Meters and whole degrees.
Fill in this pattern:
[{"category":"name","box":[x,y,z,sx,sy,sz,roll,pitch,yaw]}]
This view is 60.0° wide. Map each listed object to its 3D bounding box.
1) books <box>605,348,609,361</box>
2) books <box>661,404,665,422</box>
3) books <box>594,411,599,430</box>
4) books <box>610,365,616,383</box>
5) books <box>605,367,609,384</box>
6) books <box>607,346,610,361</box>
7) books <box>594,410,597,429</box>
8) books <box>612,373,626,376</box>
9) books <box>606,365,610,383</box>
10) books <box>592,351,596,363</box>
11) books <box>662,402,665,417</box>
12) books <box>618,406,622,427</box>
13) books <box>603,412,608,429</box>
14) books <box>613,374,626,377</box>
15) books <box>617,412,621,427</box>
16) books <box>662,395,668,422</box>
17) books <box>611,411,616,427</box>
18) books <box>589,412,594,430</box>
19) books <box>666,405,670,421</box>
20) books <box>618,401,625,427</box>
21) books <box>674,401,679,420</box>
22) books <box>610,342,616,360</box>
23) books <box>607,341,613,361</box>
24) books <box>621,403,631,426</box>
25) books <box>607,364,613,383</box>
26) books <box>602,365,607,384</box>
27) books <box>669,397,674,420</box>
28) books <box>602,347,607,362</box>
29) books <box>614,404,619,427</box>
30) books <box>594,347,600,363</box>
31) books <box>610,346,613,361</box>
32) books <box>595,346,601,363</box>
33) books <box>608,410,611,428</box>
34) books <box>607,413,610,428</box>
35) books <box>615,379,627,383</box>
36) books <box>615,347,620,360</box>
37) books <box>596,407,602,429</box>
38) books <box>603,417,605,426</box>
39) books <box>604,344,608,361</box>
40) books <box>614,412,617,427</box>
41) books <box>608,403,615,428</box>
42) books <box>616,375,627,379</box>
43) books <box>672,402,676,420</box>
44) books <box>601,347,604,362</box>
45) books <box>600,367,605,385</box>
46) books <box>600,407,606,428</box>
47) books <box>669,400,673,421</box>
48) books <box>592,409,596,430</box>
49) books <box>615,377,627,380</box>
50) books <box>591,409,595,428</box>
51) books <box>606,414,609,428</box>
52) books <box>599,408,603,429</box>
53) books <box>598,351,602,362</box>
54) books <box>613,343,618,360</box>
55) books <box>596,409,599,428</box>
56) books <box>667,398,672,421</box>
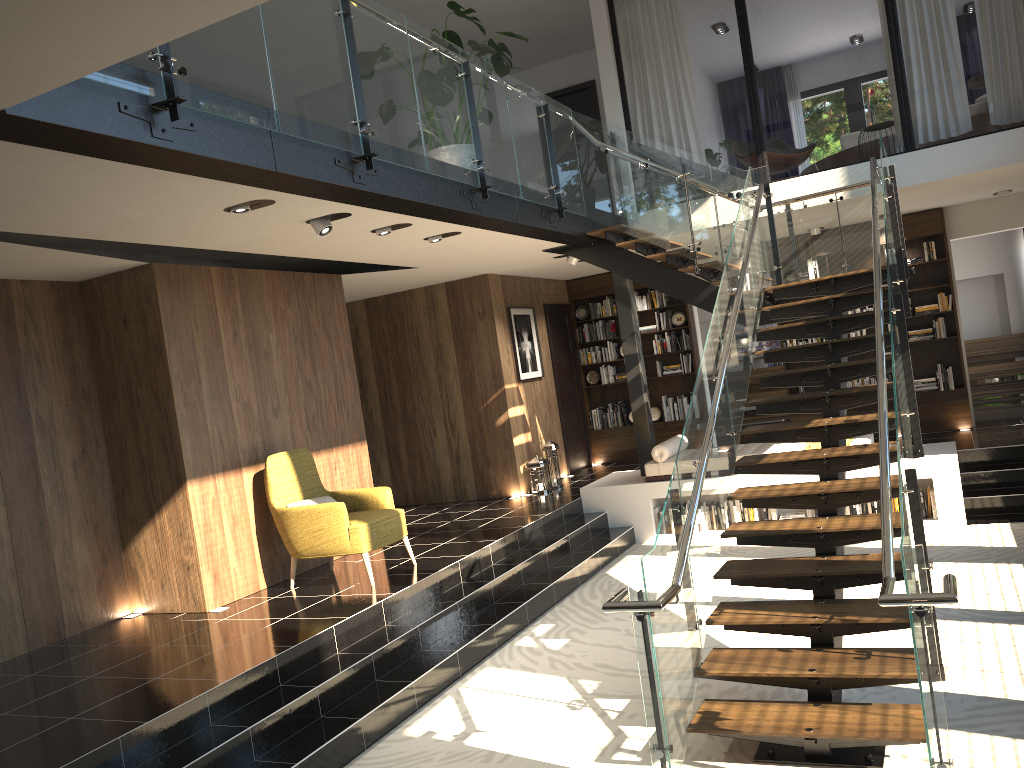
[{"category":"books","box":[1.386,-0.425,12.698,0.025,0.194,0.172,-8,1,26]},{"category":"books","box":[2.140,0.399,12.439,0.023,0.245,0.135,-8,1,26]},{"category":"books","box":[1.260,0.513,12.840,0.022,0.269,0.215,-8,1,26]},{"category":"books","box":[1.460,-0.145,12.713,0.030,0.253,0.138,-8,1,26]},{"category":"books","box":[1.381,-0.129,12.747,0.032,0.245,0.120,-8,1,26]},{"category":"books","box":[1.418,-0.440,12.708,0.027,0.214,0.159,-8,1,26]},{"category":"books","box":[1.249,0.507,12.880,0.030,0.283,0.170,-8,1,26]},{"category":"books","box":[1.598,-0.147,12.616,0.293,0.013,0.187,-8,1,28]},{"category":"books","box":[1.402,-0.142,12.730,0.024,0.265,0.147,-8,1,26]},{"category":"books","box":[1.205,-0.392,12.793,0.035,0.180,0.164,-8,1,26]},{"category":"books","box":[2.155,0.380,12.422,0.024,0.278,0.135,-8,1,26]},{"category":"books","box":[1.577,0.450,12.689,0.027,0.304,0.204,-8,1,26]},{"category":"books","box":[1.375,0.523,12.786,0.021,0.217,0.220,-8,1,26]},{"category":"books","box":[1.602,-0.132,12.624,0.293,0.016,0.174,-8,1,24]},{"category":"books","box":[1.566,0.499,12.721,0.033,0.208,0.191,-8,1,26]},{"category":"books","box":[2.149,0.340,12.374,0.017,0.359,0.189,-8,1,26]},{"category":"books","box":[1.489,0.503,12.759,0.034,0.223,0.208,-8,1,26]},{"category":"books","box":[1.186,0.527,12.920,0.032,0.262,0.194,-8,1,26]},{"category":"books","box":[2.201,0.405,12.404,0.034,0.215,0.104,-8,1,26]},{"category":"books","box":[1.584,0.422,12.658,0.019,0.357,0.234,-8,1,26]},{"category":"books","box":[2.304,0.370,12.335,0.037,0.256,0.145,-8,1,26]},{"category":"books","box":[1.459,-0.469,12.662,0.021,0.260,0.197,-8,1,26]},{"category":"books","box":[1.423,-0.476,12.675,0.018,0.284,0.197,-8,1,26]},{"category":"books","box":[1.624,0.437,12.666,0.042,0.315,0.193,-8,1,26]},{"category":"books","box":[1.422,-0.152,12.710,0.032,0.279,0.133,-8,1,26]},{"category":"books","box":[1.346,-0.139,12.735,0.018,0.275,0.143,-8,1,26]},{"category":"books","box":[2.244,0.345,12.361,0.019,0.321,0.161,-8,1,26]},{"category":"books","box":[1.342,-0.424,12.702,0.016,0.206,0.204,-8,1,26]},{"category":"books","box":[1.527,0.448,12.712,0.016,0.322,0.218,-8,1,26]},{"category":"books","box":[1.238,-0.425,12.790,0.036,0.235,0.169,-8,1,26]},{"category":"books","box":[1.450,-0.443,12.682,0.018,0.211,0.157,-8,1,26]},{"category":"books","box":[1.257,-0.428,12.758,0.026,0.237,0.164,-8,1,26]},{"category":"books","box":[1.439,0.481,12.757,0.017,0.282,0.232,-8,1,26]},{"category":"books","box":[1.429,0.512,12.778,0.026,0.222,0.209,-8,1,26]},{"category":"books","box":[1.619,-0.056,12.634,0.263,0.032,0.154,-8,1,28]},{"category":"books","box":[1.507,-0.436,12.655,0.015,0.181,0.136,-8,1,26]},{"category":"books","box":[1.287,0.490,12.824,0.015,0.306,0.222,-8,1,26]},{"category":"books","box":[1.371,0.525,12.841,0.035,0.212,0.159,-8,1,26]},{"category":"books","box":[1.367,-0.447,12.718,0.020,0.243,0.154,-8,1,26]},{"category":"books","box":[1.520,0.499,12.743,0.036,0.222,0.173,-8,1,26]},{"category":"books","box":[1.442,0.451,12.734,0.016,0.341,0.217,-8,1,26]},{"category":"books","box":[1.612,-0.109,12.635,0.244,0.033,0.142,-8,1,22]},{"category":"books","box":[2.282,0.375,12.368,0.034,0.250,0.114,-8,1,26]},{"category":"books","box":[1.326,-0.428,12.748,0.053,0.216,0.151,-8,1,26]},{"category":"books","box":[1.322,-0.127,12.735,0.026,0.257,0.192,-8,1,26]},{"category":"books","box":[1.331,0.485,12.833,0.020,0.304,0.189,-8,1,26]},{"category":"books","box":[2.236,0.362,12.384,0.019,0.289,0.145,-8,1,26]},{"category":"books","box":[1.222,0.512,12.874,0.014,0.282,0.232,-8,1,26]},{"category":"books","box":[1.616,-0.082,12.636,0.266,0.021,0.152,-8,1,24]},{"category":"books","box":[1.215,0.509,12.912,0.032,0.288,0.179,-8,1,26]},{"category":"books","box":[1.410,0.523,12.799,0.029,0.207,0.166,-8,1,26]},{"category":"books","box":[1.317,0.488,12.847,0.018,0.302,0.195,-8,1,26]},{"category":"books","box":[1.291,-0.398,12.759,0.026,0.167,0.173,-8,1,26]},{"category":"books","box":[1.490,-0.466,12.672,0.023,0.245,0.133,-8,1,26]},{"category":"books","box":[1.277,0.493,12.836,0.016,0.304,0.217,-8,1,26]},{"category":"books","box":[2.217,0.351,12.391,0.019,0.317,0.122,-8,1,26]}]
